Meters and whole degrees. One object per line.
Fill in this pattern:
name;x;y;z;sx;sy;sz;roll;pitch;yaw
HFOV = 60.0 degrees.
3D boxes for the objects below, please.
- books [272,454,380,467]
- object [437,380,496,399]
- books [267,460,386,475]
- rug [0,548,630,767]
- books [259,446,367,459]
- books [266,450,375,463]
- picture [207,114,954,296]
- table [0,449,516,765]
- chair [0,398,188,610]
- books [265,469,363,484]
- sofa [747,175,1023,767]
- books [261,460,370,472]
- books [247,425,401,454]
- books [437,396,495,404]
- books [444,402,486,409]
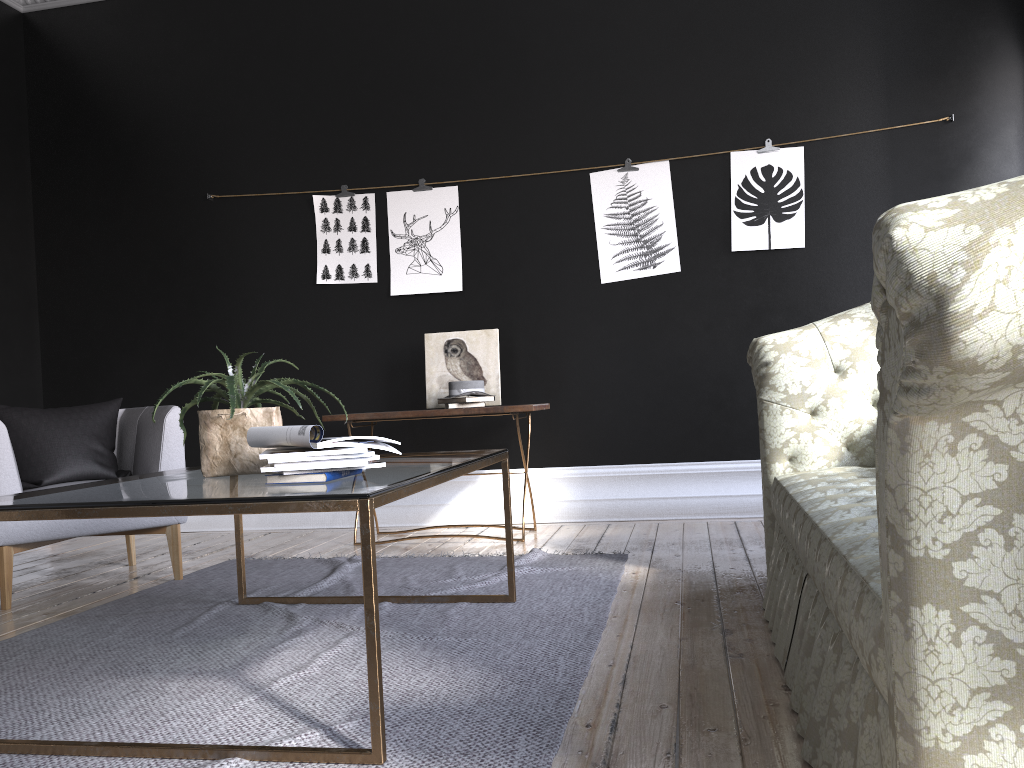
books;-0.493;0.192;2.299;0.252;0.011;0.318;-3;-1;-17
object;-0.247;0.028;4.824;0.328;0.087;0.258;-3;-1;-23
books;-0.493;0.214;2.327;0.252;0.011;0.318;-3;-1;-22
rug;-0.817;0.813;2.620;2.106;0.050;3.644;-3;-1;12
books;-0.507;0.171;2.275;0.252;0.011;0.318;-3;-1;-12
books;-0.503;0.182;2.283;0.252;0.011;0.318;-3;-1;-17
picture;0.245;-0.963;5.277;4.458;0.771;0.058;-3;0;11
table;-0.674;0.539;2.636;1.093;0.558;1.449;-3;-1;11
chair;-2.030;0.494;4.106;0.818;0.863;0.770;-3;-1;-38
books;-0.500;0.230;2.261;0.162;0.023;0.231;-3;-1;12
sofa;1.436;0.149;2.094;1.606;1.160;2.813;-3;-1;12
books;-0.493;0.202;2.283;0.252;0.011;0.318;-3;-1;-7
books;-0.500;0.159;2.355;0.273;0.109;0.322;-2;-1;-44
books;-0.254;0.087;4.857;0.193;0.030;0.290;-2;-1;-38
books;-0.262;0.117;4.885;0.203;0.029;0.268;-3;-1;-9
